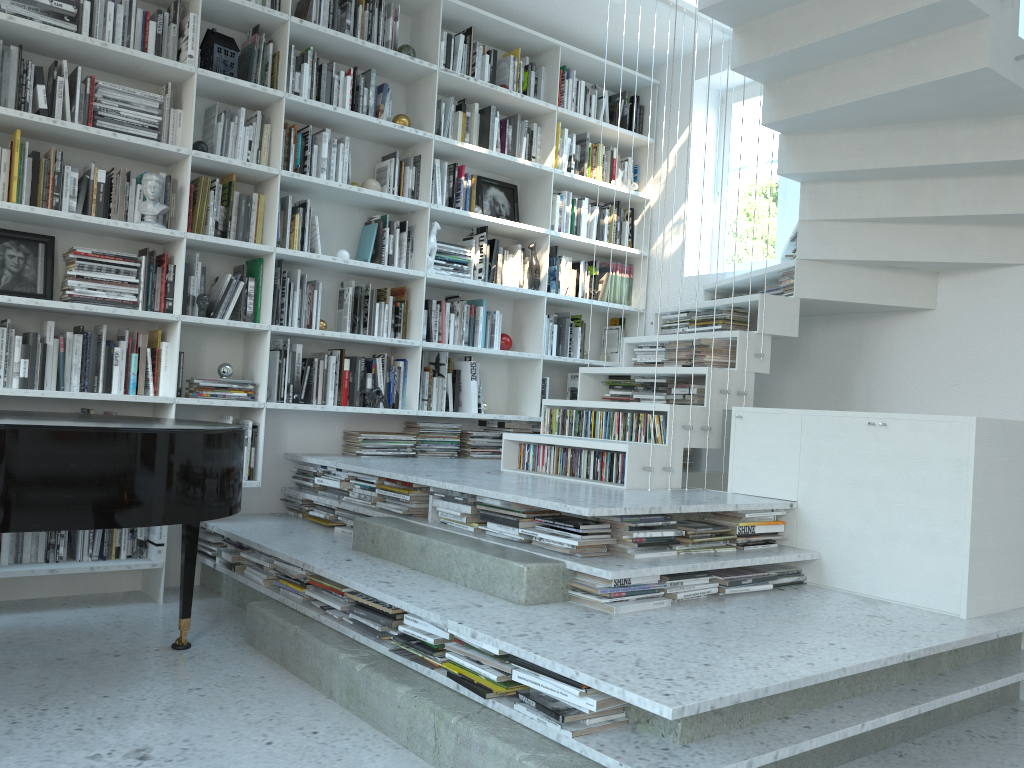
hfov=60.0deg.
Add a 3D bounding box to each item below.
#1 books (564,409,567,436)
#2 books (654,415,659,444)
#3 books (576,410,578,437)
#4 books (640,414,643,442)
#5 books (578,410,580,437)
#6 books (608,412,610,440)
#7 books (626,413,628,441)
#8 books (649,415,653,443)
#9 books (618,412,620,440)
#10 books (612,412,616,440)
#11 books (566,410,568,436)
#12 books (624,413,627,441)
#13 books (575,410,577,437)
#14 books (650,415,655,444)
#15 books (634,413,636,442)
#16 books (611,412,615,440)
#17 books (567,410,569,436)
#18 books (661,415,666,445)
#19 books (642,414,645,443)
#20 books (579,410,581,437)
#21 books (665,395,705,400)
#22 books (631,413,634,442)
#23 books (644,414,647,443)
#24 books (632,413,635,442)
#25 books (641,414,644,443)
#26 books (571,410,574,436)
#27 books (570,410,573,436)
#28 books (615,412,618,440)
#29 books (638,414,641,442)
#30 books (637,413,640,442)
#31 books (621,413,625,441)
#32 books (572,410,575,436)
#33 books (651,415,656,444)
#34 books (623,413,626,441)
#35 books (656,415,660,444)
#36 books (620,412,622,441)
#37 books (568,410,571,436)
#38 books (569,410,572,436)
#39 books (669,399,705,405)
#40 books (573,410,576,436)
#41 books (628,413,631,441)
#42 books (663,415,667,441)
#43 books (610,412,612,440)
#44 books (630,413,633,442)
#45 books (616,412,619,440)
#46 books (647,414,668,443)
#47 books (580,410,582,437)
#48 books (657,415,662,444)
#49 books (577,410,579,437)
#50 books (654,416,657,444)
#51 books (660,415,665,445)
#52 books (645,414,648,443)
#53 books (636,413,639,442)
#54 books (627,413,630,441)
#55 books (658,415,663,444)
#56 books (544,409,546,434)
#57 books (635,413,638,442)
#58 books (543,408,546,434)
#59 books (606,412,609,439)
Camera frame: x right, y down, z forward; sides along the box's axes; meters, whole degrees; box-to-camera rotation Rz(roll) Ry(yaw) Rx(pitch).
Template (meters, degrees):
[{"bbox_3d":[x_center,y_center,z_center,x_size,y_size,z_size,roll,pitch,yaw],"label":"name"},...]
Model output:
[{"bbox_3d":[0.305,0.188,4.269,0.125,0.125,0.010,4,-1,-38],"label":"books"},{"bbox_3d":[0.664,0.197,3.810,0.125,0.123,0.034,4,-1,-38],"label":"books"},{"bbox_3d":[0.354,0.189,4.207,0.125,0.125,0.007,4,-1,-38],"label":"books"},{"bbox_3d":[0.609,0.195,3.881,0.125,0.125,0.008,4,-1,-38],"label":"books"},{"bbox_3d":[0.363,0.189,4.195,0.125,0.125,0.007,4,-1,-38],"label":"books"},{"bbox_3d":[0.486,0.192,4.038,0.125,0.125,0.009,4,-1,-38],"label":"books"},{"bbox_3d":[0.556,0.194,3.949,0.125,0.125,0.008,4,-1,-38],"label":"books"},{"bbox_3d":[0.644,0.197,3.835,0.125,0.123,0.034,4,-1,-38],"label":"books"},{"bbox_3d":[0.525,0.193,3.989,0.125,0.125,0.007,4,-1,-38],"label":"books"},{"bbox_3d":[0.505,0.193,4.013,0.125,0.125,0.016,4,-1,-38],"label":"books"},{"bbox_3d":[0.311,0.188,4.262,0.125,0.125,0.007,4,-1,-38],"label":"books"},{"bbox_3d":[0.551,0.193,3.955,0.125,0.125,0.007,4,-1,-38],"label":"books"},{"bbox_3d":[0.350,0.189,4.212,0.125,0.125,0.008,4,-1,-38],"label":"books"},{"bbox_3d":[0.649,0.197,3.829,0.125,0.123,0.035,4,-1,-38],"label":"books"},{"bbox_3d":[0.586,0.194,3.911,0.125,0.125,0.008,4,-1,-38],"label":"books"},{"bbox_3d":[0.499,0.192,4.022,0.125,0.125,0.009,4,-1,-38],"label":"books"},{"bbox_3d":[0.316,0.188,4.255,0.125,0.125,0.009,4,-1,-38],"label":"books"},{"bbox_3d":[0.688,0.198,3.780,0.125,0.123,0.036,4,-1,-38],"label":"books"},{"bbox_3d":[0.618,0.195,3.869,0.125,0.125,0.008,4,-1,-38],"label":"books"},{"bbox_3d":[0.368,0.189,4.189,0.125,0.125,0.008,4,-1,-38],"label":"books"},{"bbox_3d":[0.832,0.065,4.093,0.172,0.019,0.240,4,-2,-13],"label":"books"},{"bbox_3d":[0.576,0.194,3.922,0.125,0.125,0.007,4,-1,-38],"label":"books"},{"bbox_3d":[0.622,0.195,3.864,0.125,0.125,0.007,4,-1,-38],"label":"books"},{"bbox_3d":[0.581,0.194,3.916,0.125,0.125,0.007,4,-1,-38],"label":"books"},{"bbox_3d":[0.613,0.195,3.875,0.125,0.125,0.008,4,-1,-38],"label":"books"},{"bbox_3d":[0.335,0.189,4.232,0.125,0.125,0.008,4,-1,-38],"label":"books"},{"bbox_3d":[0.330,0.188,4.237,0.125,0.125,0.008,4,-1,-38],"label":"books"},{"bbox_3d":[0.514,0.193,4.002,0.125,0.125,0.013,4,-1,-38],"label":"books"},{"bbox_3d":[0.603,0.195,3.888,0.125,0.125,0.010,4,-1,-38],"label":"books"},{"bbox_3d":[0.599,0.194,3.894,0.125,0.125,0.010,4,-1,-38],"label":"books"},{"bbox_3d":[0.537,0.193,3.973,0.125,0.125,0.018,4,-1,-38],"label":"books"},{"bbox_3d":[0.340,0.189,4.225,0.125,0.125,0.008,4,-1,-38],"label":"books"},{"bbox_3d":[0.654,0.198,3.823,0.125,0.123,0.036,4,-1,-38],"label":"books"},{"bbox_3d":[0.546,0.193,3.962,0.125,0.125,0.009,4,-1,-38],"label":"books"},{"bbox_3d":[0.668,0.198,3.804,0.125,0.123,0.035,4,-1,-38],"label":"books"},{"bbox_3d":[0.531,0.193,3.981,0.125,0.125,0.012,4,-1,-38],"label":"books"},{"bbox_3d":[0.321,0.188,4.250,0.125,0.125,0.009,4,-1,-38],"label":"books"},{"bbox_3d":[0.326,0.188,4.243,0.125,0.125,0.007,4,-1,-38],"label":"books"},{"bbox_3d":[0.850,0.085,4.099,0.136,0.017,0.288,4,-2,-15],"label":"books"},{"bbox_3d":[0.344,0.189,4.219,0.125,0.125,0.008,4,-1,-38],"label":"books"},{"bbox_3d":[0.566,0.194,3.936,0.125,0.125,0.010,4,-1,-38],"label":"books"},{"bbox_3d":[0.693,0.198,3.773,0.125,0.123,0.033,4,-1,-38],"label":"books"},{"bbox_3d":[0.492,0.192,4.030,0.125,0.125,0.011,4,-1,-38],"label":"books"},{"bbox_3d":[0.571,0.194,3.929,0.125,0.125,0.009,4,-1,-38],"label":"books"},{"bbox_3d":[0.520,0.193,3.995,0.125,0.125,0.009,4,-1,-38],"label":"books"},{"bbox_3d":[0.633,0.195,3.850,0.125,0.125,0.011,4,-1,-38],"label":"books"},{"bbox_3d":[0.372,0.189,4.183,0.125,0.125,0.008,4,-1,-38],"label":"books"},{"bbox_3d":[0.673,0.198,3.798,0.125,0.123,0.036,4,-1,-38],"label":"books"},{"bbox_3d":[0.359,0.189,4.201,0.125,0.125,0.007,4,-1,-38],"label":"books"},{"bbox_3d":[0.659,0.197,3.816,0.125,0.123,0.034,4,-1,-38],"label":"books"},{"bbox_3d":[0.683,0.198,3.786,0.125,0.123,0.034,4,-1,-38],"label":"books"},{"bbox_3d":[0.627,0.195,3.857,0.125,0.125,0.008,4,-1,-38],"label":"books"},{"bbox_3d":[0.594,0.194,3.900,0.125,0.125,0.008,4,-1,-38],"label":"books"},{"bbox_3d":[0.560,0.194,3.943,0.125,0.125,0.008,4,-1,-38],"label":"books"},{"bbox_3d":[0.678,0.198,3.792,0.125,0.123,0.035,4,-1,-38],"label":"books"},{"bbox_3d":[0.212,0.186,4.388,0.125,0.125,0.008,4,-1,-38],"label":"books"},{"bbox_3d":[0.590,0.194,3.905,0.125,0.125,0.008,4,-1,-38],"label":"books"},{"bbox_3d":[0.207,0.186,4.395,0.125,0.125,0.008,4,-1,-38],"label":"books"},{"bbox_3d":[0.480,0.192,4.045,0.125,0.125,0.013,4,-1,-38],"label":"books"}]
